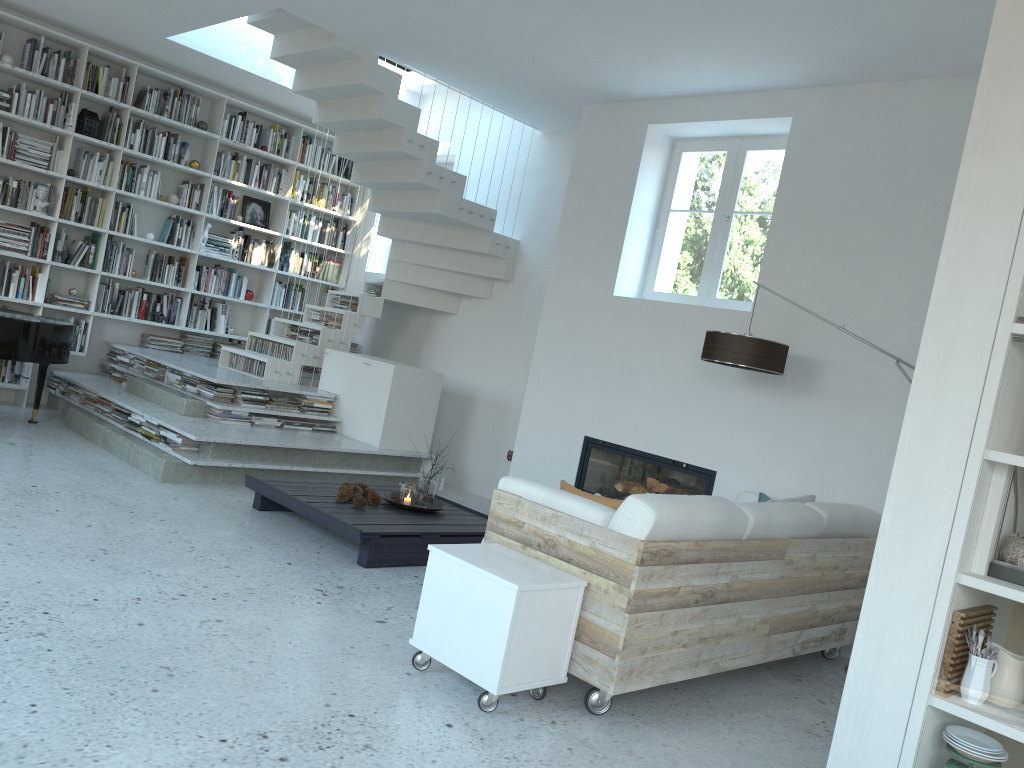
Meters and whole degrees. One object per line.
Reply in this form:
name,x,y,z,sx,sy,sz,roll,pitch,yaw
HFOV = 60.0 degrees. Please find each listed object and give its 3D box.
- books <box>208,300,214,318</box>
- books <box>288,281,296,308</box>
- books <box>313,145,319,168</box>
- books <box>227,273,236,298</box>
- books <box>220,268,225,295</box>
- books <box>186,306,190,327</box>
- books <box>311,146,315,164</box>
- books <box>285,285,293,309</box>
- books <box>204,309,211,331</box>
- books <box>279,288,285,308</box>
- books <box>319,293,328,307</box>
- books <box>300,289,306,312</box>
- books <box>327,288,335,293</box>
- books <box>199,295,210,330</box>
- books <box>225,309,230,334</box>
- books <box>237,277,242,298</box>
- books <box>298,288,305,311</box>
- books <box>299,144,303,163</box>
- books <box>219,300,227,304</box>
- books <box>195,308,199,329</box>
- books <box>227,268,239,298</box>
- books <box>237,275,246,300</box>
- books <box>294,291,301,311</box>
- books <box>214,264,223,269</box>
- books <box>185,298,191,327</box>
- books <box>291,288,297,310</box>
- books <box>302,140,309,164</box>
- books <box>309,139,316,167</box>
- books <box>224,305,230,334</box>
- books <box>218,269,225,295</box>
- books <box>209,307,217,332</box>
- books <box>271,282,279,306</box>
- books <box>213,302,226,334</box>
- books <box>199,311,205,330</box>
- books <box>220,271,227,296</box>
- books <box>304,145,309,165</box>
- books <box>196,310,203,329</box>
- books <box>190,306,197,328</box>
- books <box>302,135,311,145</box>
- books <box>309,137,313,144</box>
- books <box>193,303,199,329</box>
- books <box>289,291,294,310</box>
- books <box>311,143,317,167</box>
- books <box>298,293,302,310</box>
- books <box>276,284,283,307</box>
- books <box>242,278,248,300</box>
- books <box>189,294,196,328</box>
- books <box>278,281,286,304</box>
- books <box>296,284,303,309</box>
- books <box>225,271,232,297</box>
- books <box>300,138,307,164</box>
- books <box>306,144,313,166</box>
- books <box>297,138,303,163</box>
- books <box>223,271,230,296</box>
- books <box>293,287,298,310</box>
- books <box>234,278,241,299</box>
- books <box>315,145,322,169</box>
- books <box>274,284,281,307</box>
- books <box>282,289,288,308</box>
books,-3.025,-0.686,8.810,0.010,0.304,0.131,9,4,-45
books,-2.353,-0.940,9.391,0.013,0.297,0.141,9,4,-45
books,-2.095,-2.366,9.284,0.022,0.259,0.163,9,3,-45
books,-2.838,-0.994,8.869,0.023,0.244,0.189,9,3,-45
books,-2.913,-1.021,8.812,0.011,0.272,0.151,9,4,-45
books,-3.184,-0.667,8.656,0.033,0.213,0.139,9,3,-45
books,-2.129,-2.373,9.254,0.014,0.260,0.167,9,3,-45
books,-2.381,-0.919,9.328,0.027,0.249,0.184,9,3,-45
books,-3.040,-0.644,8.774,0.052,0.217,0.184,9,3,-45
books,-2.449,-0.907,9.285,0.029,0.201,0.172,9,3,-45
books,-2.057,-0.868,9.699,0.012,0.254,0.160,9,3,-45
books,-2.273,-0.898,9.476,0.013,0.240,0.166,9,3,-45
books,-2.016,-0.893,9.748,0.013,0.315,0.129,9,4,-45
books,-3.052,-0.705,8.748,0.014,0.333,0.168,9,4,-45
books,-2.881,-0.646,8.938,0.062,0.274,0.148,9,4,-45
books,-2.790,-0.974,8.953,0.037,0.219,0.139,9,3,-45
books,-2.283,-0.907,9.469,0.012,0.254,0.160,9,3,-45
books,-2.225,-2.370,9.171,0.025,0.223,0.136,9,4,-45
books,-2.928,-0.681,8.901,0.012,0.326,0.136,9,4,-45
books,-3.122,-0.655,8.705,0.025,0.210,0.137,9,3,-45
books,-2.819,-1.014,8.887,0.026,0.290,0.181,9,3,-45
books,-2.760,-0.977,8.968,0.025,0.235,0.181,9,3,-45
books,-2.309,-0.886,9.421,0.021,0.205,0.174,9,3,-45
books,-2.932,-1.038,8.784,0.013,0.299,0.147,9,4,-45
books,-3.186,-0.704,8.630,0.015,0.287,0.138,9,4,-45
books,-2.346,-0.905,9.397,0.014,0.230,0.172,9,3,-45
books,-2.179,-2.385,9.173,0.012,0.269,0.184,9,3,-45
books,-2.127,-2.395,9.239,0.012,0.306,0.184,9,4,-45
books,-2.904,-0.656,8.900,0.025,0.287,0.160,9,4,-45
books,-2.915,-1.016,8.781,0.012,0.262,0.186,9,3,-45
books,-3.005,-0.649,8.813,0.031,0.239,0.171,9,3,-45
books,-2.501,-0.941,9.220,0.024,0.252,0.175,9,3,-45
books,-2.934,-0.662,8.819,0.075,0.291,0.254,9,3,-45
books,-3.082,-0.635,8.740,0.024,0.185,0.149,9,3,-45
books,-2.904,-1.007,8.828,0.026,0.246,0.165,9,3,-45
books,-2.174,-2.364,9.188,0.022,0.229,0.174,9,3,-45
books,-3.106,-0.641,8.726,0.030,0.188,0.139,9,3,-45
books,-3.148,-0.661,8.677,0.023,0.214,0.163,9,3,-45
books,-2.167,-2.415,9.214,0.014,0.332,0.142,9,4,-45
books,-2.144,-2.409,9.240,0.012,0.326,0.151,9,4,-45
books,-3.125,-0.671,8.682,0.015,0.243,0.156,9,3,-45
books,-2.376,-0.895,9.378,0.027,0.201,0.163,9,3,-45
books,-2.114,-2.378,9.270,0.027,0.275,0.148,9,4,-45
books,-2.298,-0.901,9.452,0.014,0.238,0.146,9,4,-45
books,-2.466,-0.931,9.269,0.022,0.242,0.151,9,3,-45
books,-2.745,-0.968,8.988,0.027,0.223,0.169,9,3,-45
books,-3.157,-0.720,8.669,0.013,0.327,0.130,9,4,-45
books,-2.437,-0.939,9.315,0.024,0.267,0.133,9,4,-45
books,-2.296,-0.924,9.437,0.011,0.285,0.160,9,4,-45
books,-2.867,-1.005,8.873,0.012,0.254,0.160,9,3,-45
books,-2.195,-2.397,9.173,0.013,0.286,0.150,9,4,-45
books,-2.153,-2.368,9.219,0.023,0.244,0.182,9,3,-45
books,-2.229,-2.397,9.145,0.022,0.275,0.159,9,4,-45
books,-2.876,-1.003,8.828,0.014,0.249,0.177,9,3,-45
books,-2.342,-0.911,9.423,0.027,0.242,0.131,9,4,-45
books,-2.804,-0.966,8.919,0.030,0.201,0.189,9,3,-45
books,-2.078,-2.366,9.303,0.029,0.264,0.178,9,3,-45
books,-2.487,-0.931,9.247,0.037,0.236,0.153,9,3,-45
books,-2.421,-0.906,9.329,0.025,0.208,0.148,9,3,-45
